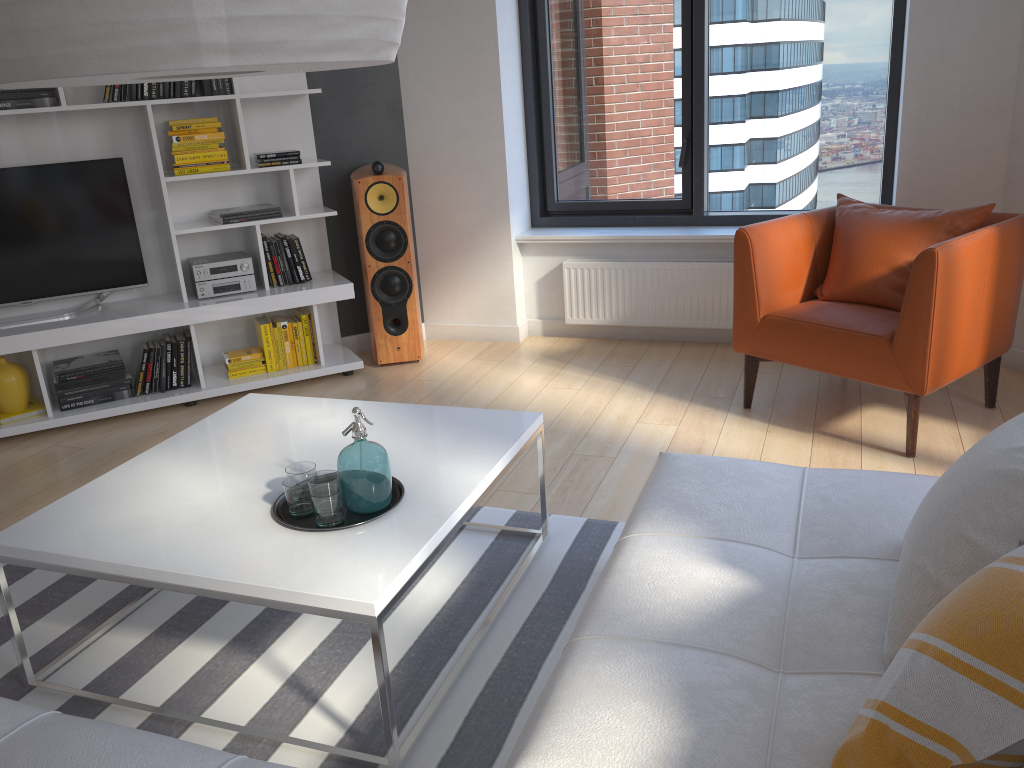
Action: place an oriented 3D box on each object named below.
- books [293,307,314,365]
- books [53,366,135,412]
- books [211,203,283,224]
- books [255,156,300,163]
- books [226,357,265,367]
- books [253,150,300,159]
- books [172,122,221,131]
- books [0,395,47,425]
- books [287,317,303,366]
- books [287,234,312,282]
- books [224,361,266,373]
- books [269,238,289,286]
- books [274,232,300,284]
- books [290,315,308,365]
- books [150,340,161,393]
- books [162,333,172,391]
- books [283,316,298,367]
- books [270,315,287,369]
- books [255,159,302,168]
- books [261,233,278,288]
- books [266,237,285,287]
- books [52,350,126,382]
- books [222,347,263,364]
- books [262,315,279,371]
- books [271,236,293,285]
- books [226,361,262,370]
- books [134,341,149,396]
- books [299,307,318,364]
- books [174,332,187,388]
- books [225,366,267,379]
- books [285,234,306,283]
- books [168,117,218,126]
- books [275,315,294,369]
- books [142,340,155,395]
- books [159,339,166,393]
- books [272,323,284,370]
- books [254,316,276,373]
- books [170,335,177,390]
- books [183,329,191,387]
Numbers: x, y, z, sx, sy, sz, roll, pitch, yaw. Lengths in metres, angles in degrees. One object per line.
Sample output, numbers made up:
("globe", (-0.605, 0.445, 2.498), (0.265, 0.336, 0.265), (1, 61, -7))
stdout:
("books", (-1.111, -0.257, 4.731), (0.029, 0.270, 0.204), (-12, 20, -22))
("books", (-2.063, 0.001, 4.376), (0.343, 0.137, 0.277), (-14, 21, -27))
("books", (-1.360, -0.870, 4.530), (0.310, 0.047, 0.250), (-14, 21, -26))
("books", (-1.186, -1.139, 4.481), (0.198, 0.015, 0.142), (-13, 21, -24))
("books", (-1.394, -0.128, 4.618), (0.187, 0.014, 0.134), (-12, 20, -22))
("books", (-1.191, -1.162, 4.489), (0.213, 0.023, 0.161), (-11, 20, -19))
("books", (-1.545, -1.262, 4.340), (0.223, 0.023, 0.163), (-11, 20, -18))
("books", (-2.368, 0.124, 4.248), (0.204, 0.029, 0.270), (-18, 24, -36))
("books", (-1.156, -0.228, 4.708), (0.024, 0.234, 0.172), (-12, 20, -22))
("books", (-1.131, -0.670, 4.699), (0.077, 0.233, 0.179), (-12, 20, -22))
("books", (-1.395, -0.101, 4.631), (0.196, 0.011, 0.148), (-12, 20, -22))
("books", (-1.223, -0.641, 4.632), (0.049, 0.236, 0.170), (-12, 20, -22))
("books", (-1.179, -0.660, 4.651), (0.066, 0.255, 0.193), (-12, 21, -23))
("books", (-1.134, -0.234, 4.721), (0.024, 0.234, 0.172), (-12, 20, -22))
("books", (-1.785, -0.089, 4.438), (0.081, 0.233, 0.169), (-12, 21, -23))
("books", (-1.740, -0.114, 4.468), (0.075, 0.254, 0.192), (-12, 21, -23))
("books", (-1.180, -0.226, 4.701), (0.023, 0.239, 0.169), (-12, 20, -22))
("books", (-1.231, -0.221, 4.678), (0.019, 0.251, 0.180), (-12, 20, -22))
("books", (-1.183, -1.121, 4.486), (0.213, 0.023, 0.161), (-11, 20, -19))
("books", (-1.280, -0.648, 4.614), (0.053, 0.268, 0.202), (-12, 21, -23))
("books", (-1.248, -0.639, 4.628), (0.053, 0.240, 0.189), (-12, 20, -22))
("books", (-2.084, -0.091, 4.363), (0.310, 0.047, 0.250), (-14, 21, -26))
("books", (-1.404, -0.150, 4.621), (0.186, 0.026, 0.138), (-12, 20, -22))
("books", (-1.268, -0.218, 4.664), (0.015, 0.263, 0.199), (-12, 20, -22))
("books", (-1.200, -0.646, 4.632), (0.050, 0.242, 0.169), (-12, 21, -23))
("books", (-1.393, -0.108, 4.607), (0.169, 0.018, 0.113), (-12, 20, -21))
("books", (-1.848, -0.079, 4.421), (0.104, 0.234, 0.182), (-12, 20, -22))
("books", (-1.091, -0.265, 4.749), (0.025, 0.270, 0.213), (-12, 20, -22))
("books", (-1.681, -0.124, 4.492), (0.084, 0.249, 0.191), (-12, 20, -22))
("books", (-1.393, -0.079, 4.634), (0.190, 0.033, 0.147), (-12, 20, -22))
("books", (-1.149, -0.658, 4.658), (0.066, 0.242, 0.177), (-12, 21, -23))
("books", (-1.564, -1.288, 4.348), (0.223, 0.023, 0.163), (-11, 20, -18))
("books", (-1.206, -0.225, 4.686), (0.035, 0.250, 0.185), (-12, 20, -22))
("books", (-1.820, -0.086, 4.438), (0.096, 0.234, 0.187), (-12, 20, -22))
("books", (-1.749, -0.095, 4.439), (0.069, 0.242, 0.172), (-12, 20, -21))
("books", (-1.242, -0.200, 4.658), (0.024, 0.229, 0.156), (-12, 20, -23))
("books", (-1.295, -0.210, 4.651), (0.044, 0.255, 0.198), (-12, 20, -22))
("books", (-1.712, -0.111, 4.475), (0.068, 0.243, 0.179), (-13, 21, -24))
("books", (-1.651, -0.135, 4.504), (0.066, 0.260, 0.197), (-12, 20, -22))
